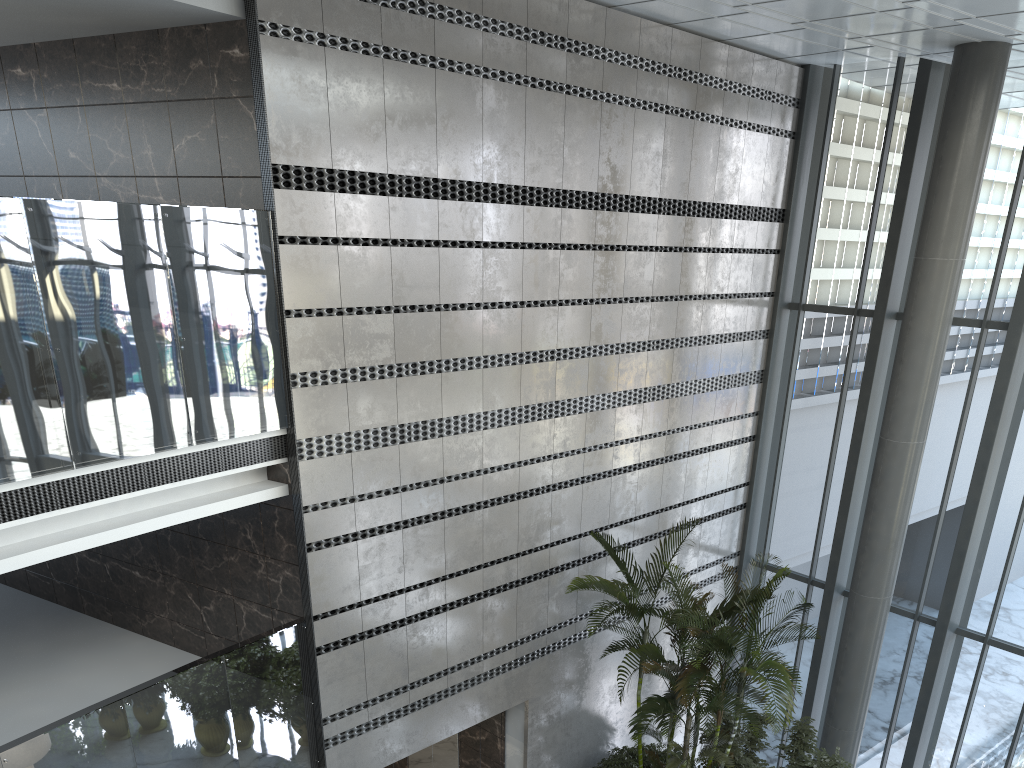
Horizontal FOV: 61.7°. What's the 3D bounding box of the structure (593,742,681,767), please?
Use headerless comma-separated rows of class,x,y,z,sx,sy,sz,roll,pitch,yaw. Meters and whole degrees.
structure,1.572,5.181,10.738,1.397,1.701,1.028,1,19,-1

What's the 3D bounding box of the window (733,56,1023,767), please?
window,0.866,1.855,3.065,18.553,11.075,12.460,-5,17,-28

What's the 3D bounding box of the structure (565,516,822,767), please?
structure,1.802,3.766,9.168,2.411,5.118,2.323,-13,25,-34

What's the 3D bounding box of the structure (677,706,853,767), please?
structure,2.901,4.942,10.025,1.779,2.524,1.777,12,21,30
